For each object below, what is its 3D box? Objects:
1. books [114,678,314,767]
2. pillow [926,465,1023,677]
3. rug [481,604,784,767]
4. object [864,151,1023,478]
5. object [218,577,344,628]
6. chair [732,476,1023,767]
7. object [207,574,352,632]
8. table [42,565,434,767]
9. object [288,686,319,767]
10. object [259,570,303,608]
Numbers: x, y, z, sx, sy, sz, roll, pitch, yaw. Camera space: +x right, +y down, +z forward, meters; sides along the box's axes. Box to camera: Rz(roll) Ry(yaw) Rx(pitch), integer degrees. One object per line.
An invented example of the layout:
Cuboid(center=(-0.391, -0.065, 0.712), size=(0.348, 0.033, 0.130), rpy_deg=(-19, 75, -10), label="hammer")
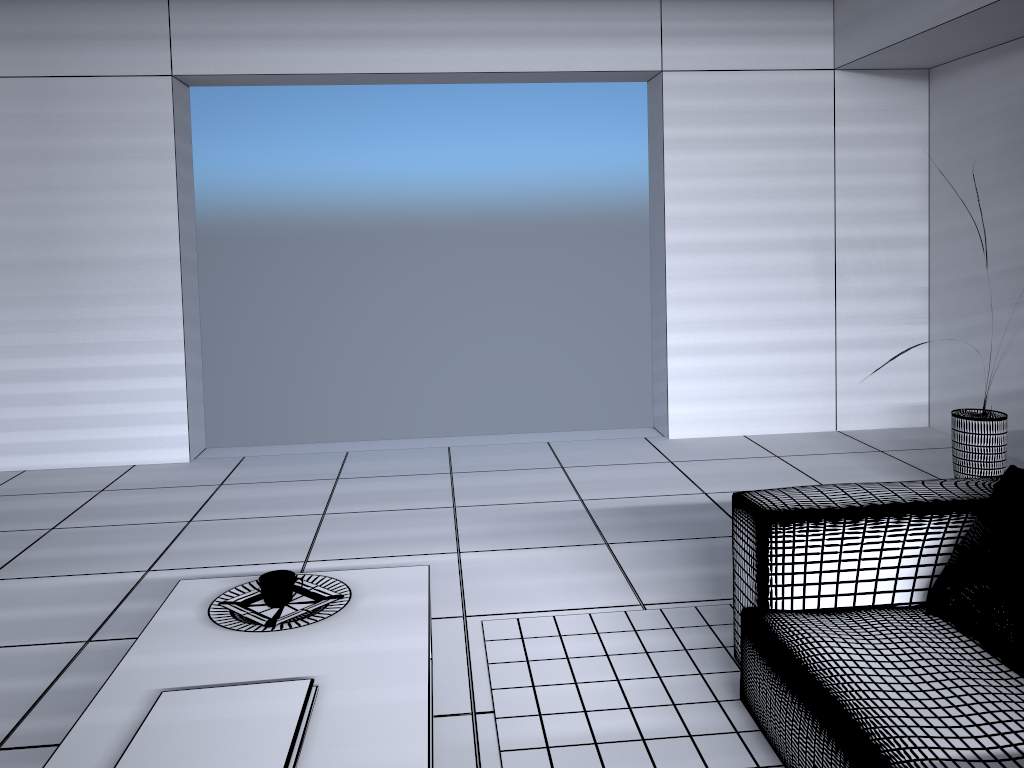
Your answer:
Cuboid(center=(-0.511, 0.615, 1.495), size=(0.285, 0.008, 0.420), rpy_deg=(-2, 10, -4), label="books")
Cuboid(center=(1.172, 0.435, 1.947), size=(0.340, 0.385, 0.573), rpy_deg=(-2, 8, -8), label="pillow")
Cuboid(center=(0.898, 0.923, 1.869), size=(1.799, 0.001, 2.258), rpy_deg=(-2, 10, -5), label="rug")
Cuboid(center=(2.120, -0.224, 3.754), size=(1.176, 1.572, 0.252), rpy_deg=(1, 4, 27), label="object")
Cuboid(center=(-0.545, 0.517, 2.086), size=(0.215, 0.012, 0.219), rpy_deg=(7, 12, 40), label="object")
Cuboid(center=(1.088, 0.673, 1.665), size=(0.960, 0.546, 1.668), rpy_deg=(-2, 9, -5), label="chair")
Cuboid(center=(-0.545, 0.524, 2.082), size=(0.330, 0.024, 0.332), rpy_deg=(3, 10, 24), label="object")
Cuboid(center=(-0.482, 0.788, 1.743), size=(0.650, 0.385, 1.214), rpy_deg=(-2, 9, -5), label="table")
Cuboid(center=(-0.501, 0.622, 1.497), size=(0.285, 0.008, 0.420), rpy_deg=(-2, 10, -4), label="object")
Cuboid(center=(-0.548, 0.487, 2.084), size=(0.096, 0.069, 0.085), rpy_deg=(-5, 8, -24), label="object")
